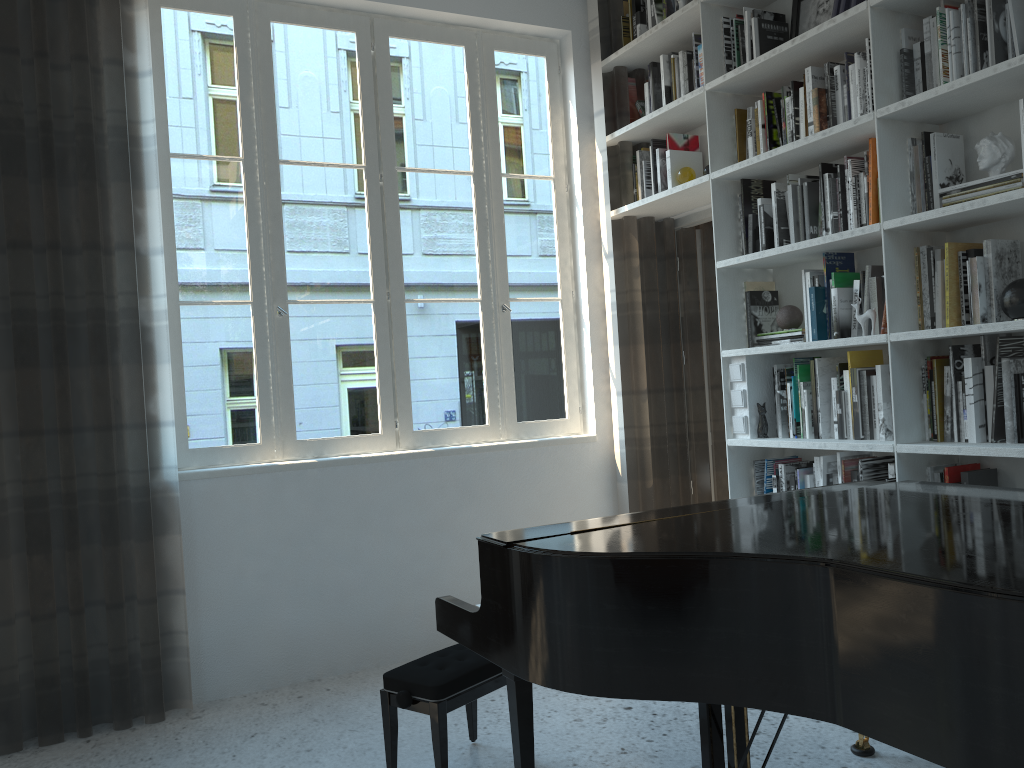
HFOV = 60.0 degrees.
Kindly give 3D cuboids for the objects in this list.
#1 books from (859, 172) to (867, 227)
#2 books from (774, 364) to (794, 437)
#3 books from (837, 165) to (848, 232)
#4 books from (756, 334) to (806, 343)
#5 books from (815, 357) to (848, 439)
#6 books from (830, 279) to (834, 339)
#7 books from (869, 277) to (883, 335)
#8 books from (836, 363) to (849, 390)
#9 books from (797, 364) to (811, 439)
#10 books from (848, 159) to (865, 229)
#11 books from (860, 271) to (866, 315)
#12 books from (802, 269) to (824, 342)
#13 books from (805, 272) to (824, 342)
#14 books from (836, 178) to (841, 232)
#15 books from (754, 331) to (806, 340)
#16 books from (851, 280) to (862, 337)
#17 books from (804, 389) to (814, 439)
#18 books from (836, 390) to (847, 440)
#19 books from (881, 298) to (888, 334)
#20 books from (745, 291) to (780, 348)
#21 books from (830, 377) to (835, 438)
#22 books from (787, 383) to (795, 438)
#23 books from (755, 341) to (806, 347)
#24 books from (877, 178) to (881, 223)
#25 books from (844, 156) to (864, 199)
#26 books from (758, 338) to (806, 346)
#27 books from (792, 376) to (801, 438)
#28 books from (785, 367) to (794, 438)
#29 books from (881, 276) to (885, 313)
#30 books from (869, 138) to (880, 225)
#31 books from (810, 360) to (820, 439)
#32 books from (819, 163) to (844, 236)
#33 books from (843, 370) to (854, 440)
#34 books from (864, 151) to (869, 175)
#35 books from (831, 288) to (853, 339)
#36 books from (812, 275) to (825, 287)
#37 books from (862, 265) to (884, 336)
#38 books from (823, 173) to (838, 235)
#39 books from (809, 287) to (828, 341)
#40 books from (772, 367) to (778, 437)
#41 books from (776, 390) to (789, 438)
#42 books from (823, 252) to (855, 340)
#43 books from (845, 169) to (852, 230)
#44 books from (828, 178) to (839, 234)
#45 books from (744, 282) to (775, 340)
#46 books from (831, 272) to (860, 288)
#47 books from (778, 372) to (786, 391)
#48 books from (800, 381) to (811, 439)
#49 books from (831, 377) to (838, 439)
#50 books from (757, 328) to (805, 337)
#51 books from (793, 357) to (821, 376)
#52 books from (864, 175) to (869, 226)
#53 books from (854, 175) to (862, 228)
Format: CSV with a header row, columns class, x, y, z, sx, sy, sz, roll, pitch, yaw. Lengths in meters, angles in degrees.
class,x,y,z,sx,sy,sz,roll,pitch,yaw
books,1.319,-0.648,3.201,0.148,0.221,0.021,-4,0,-27
books,1.146,0.064,3.615,0.171,0.294,0.014,-4,0,-27
books,1.267,-0.670,3.279,0.145,0.272,0.012,-4,0,-27
books,1.141,-0.185,3.595,0.161,0.012,0.254,-3,-1,-30
books,1.245,0.051,3.402,0.189,0.306,0.012,-4,0,-27
books,1.269,-0.281,3.357,0.148,0.231,0.030,-4,0,-27
books,1.346,-0.275,3.146,0.172,0.207,0.030,-4,0,-27
books,1.284,0.060,3.326,0.150,0.282,0.014,-4,0,-27
books,1.195,0.064,3.472,0.182,0.286,0.007,-4,0,-27
books,1.287,-0.673,3.219,0.157,0.275,0.015,-4,0,-27
books,1.328,-0.290,3.229,0.141,0.242,0.013,-4,0,-27
books,1.200,-0.302,3.453,0.159,0.285,0.012,-4,0,-27
books,1.208,-0.297,3.437,0.150,0.273,0.024,-4,0,-27
books,1.267,-0.647,3.292,0.151,0.228,0.013,-4,0,-27
books,1.138,-0.197,3.594,0.159,0.012,0.285,-3,0,-23
books,1.313,-0.275,3.260,0.142,0.214,0.056,-4,0,-27
books,1.212,0.112,3.449,0.183,0.189,0.016,-4,0,-27
books,1.288,0.110,3.303,0.190,0.181,0.029,-3,0,-27
books,1.367,-0.312,3.041,0.228,0.276,0.082,-4,0,-27
books,1.060,-0.270,3.740,0.156,0.243,0.028,-4,0,-27
books,1.276,0.087,3.385,0.138,0.230,0.045,-4,0,-27
books,1.175,0.101,3.533,0.180,0.217,0.015,-4,0,-27
books,1.143,-0.161,3.595,0.159,0.012,0.285,-3,0,-24
books,1.354,-0.632,3.119,0.151,0.183,0.030,-4,0,-27
books,1.285,-0.687,3.276,0.129,0.304,0.011,-4,0,-27
books,1.146,-0.173,3.597,0.161,0.012,0.254,-3,0,-26
books,1.182,0.086,3.501,0.184,0.244,0.009,-4,0,-27
books,1.167,0.070,3.559,0.164,0.280,0.008,-4,0,-27
books,1.368,-0.277,3.125,0.143,0.209,0.027,-4,0,-27
books,1.332,-0.701,3.146,0.170,0.325,0.035,-4,0,-27
books,1.228,0.055,3.410,0.180,0.300,0.019,-4,0,-27
books,1.227,-0.680,3.349,0.151,0.300,0.013,-4,0,-27
books,1.308,0.072,3.283,0.176,0.254,0.026,-4,0,-27
books,1.328,-0.684,3.187,0.143,0.293,0.015,-4,0,-27
books,1.265,-0.260,3.284,0.189,0.190,0.029,-3,0,-27
books,1.228,-0.290,3.415,0.143,0.255,0.031,-4,0,-27
books,1.331,-0.298,3.190,0.158,0.255,0.060,-4,0,-27
books,1.245,-0.660,3.339,0.156,0.256,0.021,-4,0,-27
books,1.217,-0.265,3.375,0.189,0.208,0.029,-4,0,-27
books,1.142,0.069,3.643,0.159,0.285,0.008,-4,0,-27
books,1.145,0.117,3.562,0.193,0.189,0.019,-3,0,-27
books,1.251,-0.332,3.372,0.153,0.336,0.011,-4,0,-27
books,1.287,-0.661,3.264,0.139,0.252,0.011,-4,0,-27
books,1.251,-0.647,3.299,0.177,0.229,0.013,-4,0,-27
books,1.059,-0.291,3.762,0.159,0.285,0.012,-4,0,-27
books,1.266,-0.290,3.307,0.172,0.250,0.011,-4,0,-27
books,1.152,0.079,3.580,0.176,0.264,0.007,-4,0,-27
books,1.208,0.097,3.465,0.190,0.219,0.015,-4,0,-27
books,1.277,0.086,3.345,0.159,0.230,0.027,-4,0,-27
books,1.144,-0.210,3.597,0.161,0.012,0.254,-3,0,-26
books,1.185,0.051,3.528,0.145,0.315,0.006,-4,0,-27
books,1.324,-0.639,3.168,0.161,0.203,0.013,-4,0,-27
books,1.308,-0.645,3.214,0.160,0.217,0.012,-4,0,-27
